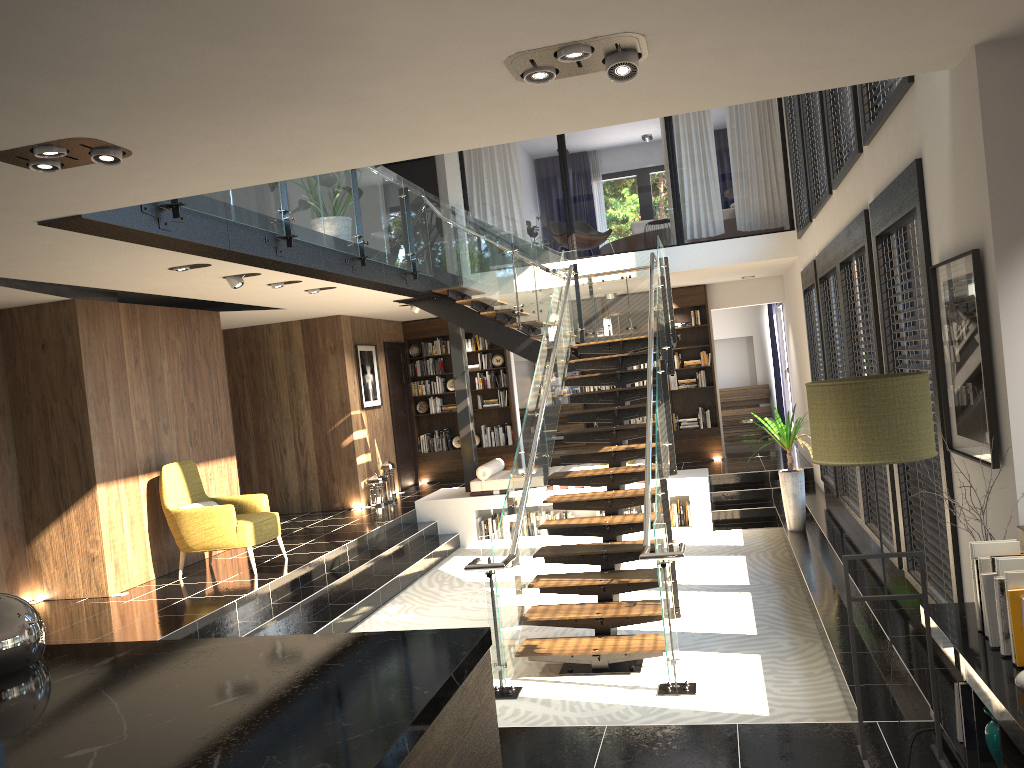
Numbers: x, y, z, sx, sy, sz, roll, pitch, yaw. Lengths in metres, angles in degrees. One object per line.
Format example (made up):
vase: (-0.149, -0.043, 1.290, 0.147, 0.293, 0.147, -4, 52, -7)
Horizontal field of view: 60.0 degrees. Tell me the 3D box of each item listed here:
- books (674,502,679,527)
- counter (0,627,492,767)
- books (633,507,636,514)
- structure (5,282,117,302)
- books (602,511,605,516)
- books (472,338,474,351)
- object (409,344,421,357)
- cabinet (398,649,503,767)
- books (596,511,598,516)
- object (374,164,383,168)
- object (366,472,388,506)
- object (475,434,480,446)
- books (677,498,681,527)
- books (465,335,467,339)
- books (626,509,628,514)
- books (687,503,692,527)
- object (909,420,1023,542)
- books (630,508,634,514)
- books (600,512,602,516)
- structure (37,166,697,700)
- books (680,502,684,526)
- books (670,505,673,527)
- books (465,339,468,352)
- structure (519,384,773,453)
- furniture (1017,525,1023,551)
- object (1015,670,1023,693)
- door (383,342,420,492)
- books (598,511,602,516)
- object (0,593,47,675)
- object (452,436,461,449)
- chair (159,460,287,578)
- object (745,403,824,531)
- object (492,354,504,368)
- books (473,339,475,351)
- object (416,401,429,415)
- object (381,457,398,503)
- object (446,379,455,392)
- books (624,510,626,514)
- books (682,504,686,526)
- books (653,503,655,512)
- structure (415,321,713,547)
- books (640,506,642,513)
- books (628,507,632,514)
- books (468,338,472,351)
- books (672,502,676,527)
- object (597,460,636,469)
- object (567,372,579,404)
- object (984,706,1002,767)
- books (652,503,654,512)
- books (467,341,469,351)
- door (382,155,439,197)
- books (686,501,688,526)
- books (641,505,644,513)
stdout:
books: (2.060, 1.630, 11.098, 0.028, 0.285, 0.210, -6, 1, 13)
counter: (-1.855, 0.751, 2.036, 3.574, 0.041, 0.698, -6, 0, 13)
books: (1.562, 1.696, 11.215, 0.019, 0.256, 0.186, -6, 1, 13)
structure: (-6.009, 0.664, 7.083, 1.964, 3.018, 6.659, -6, 1, 13)
books: (1.186, 1.705, 11.299, 0.043, 0.316, 0.209, -6, 1, 13)
books: (-0.622, -0.649, 14.519, 0.042, 0.223, 0.163, -6, 1, 13)
object: (-1.604, -0.545, 14.686, 0.212, 0.222, 0.082, -6, 1, 13)
cabinet: (-1.802, 1.267, 2.047, 3.565, 0.994, 0.698, -6, 1, 13)
books: (1.110, 1.740, 11.359, 0.026, 0.263, 0.156, -6, 1, 13)
object: (-1.847, -2.085, 9.193, 1.464, 1.554, 1.260, -6, 1, 1)
object: (-1.895, 1.458, 12.473, 0.262, 0.483, 0.262, -6, 1, 13)
object: (-0.618, 0.937, 14.526, 0.212, 0.222, 0.082, -6, 1, 13)
books: (2.094, 1.604, 11.103, 0.042, 0.328, 0.205, -6, 1, 13)
books: (-0.777, -0.659, 14.477, 0.011, 0.276, 0.287, -6, 1, 13)
books: (1.479, 1.717, 11.255, 0.028, 0.231, 0.158, -6, 1, 13)
books: (2.220, 1.624, 11.045, 0.037, 0.264, 0.272, -6, 1, 13)
object: (1.719, 0.515, 3.339, 0.607, 0.745, 0.406, -6, 1, -27)
books: (1.535, 1.700, 11.220, 0.036, 0.253, 0.177, -6, 1, 13)
books: (1.164, 1.753, 11.336, 0.027, 0.226, 0.165, -6, 1, 13)
structure: (-0.244, 0.069, 8.076, 3.448, 4.869, 7.276, -6, 1, 12)
books: (2.130, 1.629, 11.085, 0.030, 0.273, 0.185, -6, 1, 13)
books: (1.998, 1.655, 11.105, 0.021, 0.248, 0.197, -6, 1, 13)
books: (-0.722, -0.631, 14.535, 0.027, 0.207, 0.203, -6, 1, 13)
structure: (1.859, 0.797, 17.549, 6.278, 0.982, 0.885, -6, 1, 13)
furniture: (3.154, 0.825, 2.569, 2.610, 0.822, 1.364, -6, 1, 13)
object: (1.624, 0.705, 2.494, 0.319, 0.398, 0.316, -6, 1, -11)
door: (-1.787, 0.506, 14.176, 0.104, 2.348, 0.930, -6, 1, 13)
books: (1.130, 1.733, 11.326, 0.030, 0.273, 0.168, -6, 1, 13)
object: (-1.216, 0.605, 2.073, 0.227, 0.228, 0.227, -6, 1, -26)
object: (-0.884, 0.965, 14.593, 0.212, 0.222, 0.082, -6, 1, 13)
chair: (-2.854, 1.278, 8.725, 1.031, 1.098, 0.807, -6, 1, 12)
object: (2.968, 0.901, 9.503, 0.876, 1.338, 0.830, -6, 1, 2)
object: (-0.226, -0.373, 14.386, 0.212, 0.222, 0.082, -6, 1, 13)
books: (-0.586, -0.636, 14.509, 0.029, 0.191, 0.177, -6, 1, 13)
object: (-1.486, 0.394, 14.727, 0.212, 0.222, 0.082, -6, 1, 13)
object: (-1.756, 1.362, 12.673, 0.182, 0.643, 0.182, -6, 1, 13)
object: (-0.979, 0.023, 14.594, 0.212, 0.222, 0.082, -6, 1, 13)
books: (1.457, 1.722, 11.279, 0.026, 0.226, 0.132, -6, 1, 13)
books: (2.157, 1.635, 11.092, 0.019, 0.255, 0.180, -6, 1, 13)
books: (1.813, 1.631, 11.153, 0.028, 0.334, 0.205, -6, 1, 13)
structure: (0.576, 0.364, 11.789, 3.783, 3.245, 1.148, -6, 1, 13)
books: (1.629, 1.670, 11.228, 0.066, 0.294, 0.142, -6, 1, 13)
books: (1.503, 1.671, 11.243, 0.033, 0.318, 0.152, -6, 1, 13)
books: (-0.662, -0.639, 14.512, 0.034, 0.211, 0.205, -6, 1, 13)
books: (2.031, 1.633, 11.124, 0.039, 0.284, 0.199, -6, 1, 13)
object: (1.406, 1.287, 11.652, 0.466, 0.510, 1.166, -6, 1, 13)
object: (1.196, -0.032, 17.709, 0.272, 0.860, 0.270, -5, 1, 27)
object: (1.624, 1.195, 2.907, 0.125, 0.258, 0.125, -6, 1, 8)
books: (1.797, 1.657, 11.192, 0.027, 0.284, 0.177, -6, 1, 13)
books: (-0.691, -0.616, 14.525, 0.034, 0.171, 0.158, -6, 1, 13)
door: (-1.582, -2.549, 14.534, 0.931, 2.348, 0.104, -6, 1, 13)
books: (2.188, 1.615, 11.090, 0.043, 0.287, 0.147, -6, 1, 13)
books: (1.671, 1.656, 11.203, 0.027, 0.312, 0.189, -6, 1, 13)
